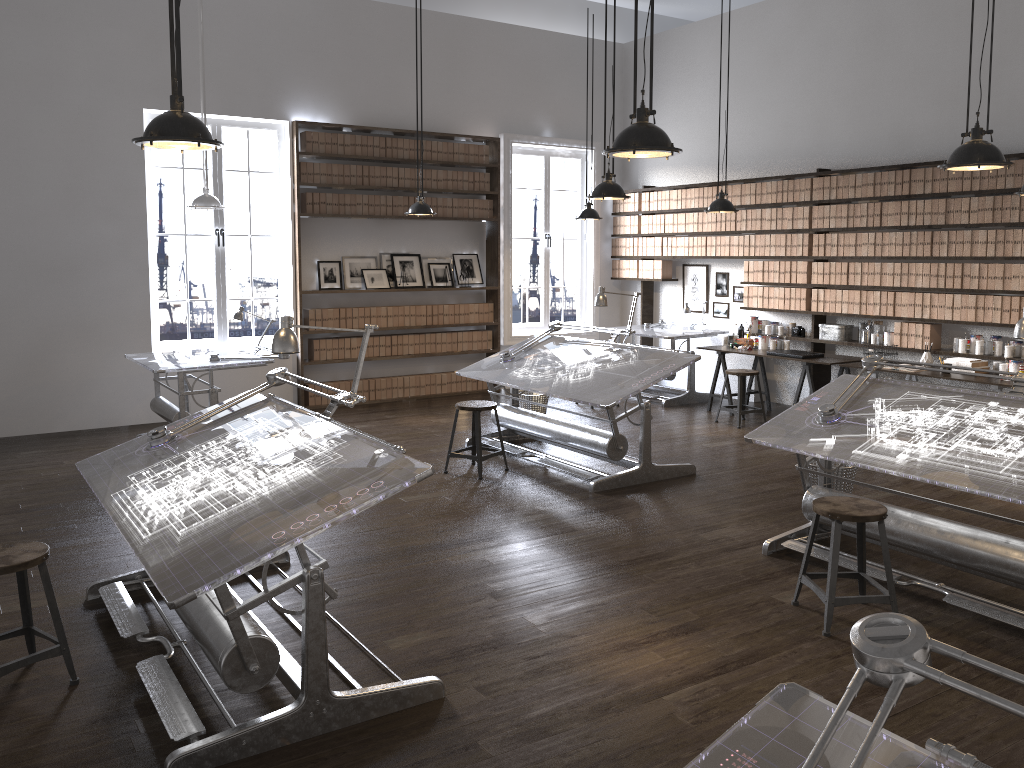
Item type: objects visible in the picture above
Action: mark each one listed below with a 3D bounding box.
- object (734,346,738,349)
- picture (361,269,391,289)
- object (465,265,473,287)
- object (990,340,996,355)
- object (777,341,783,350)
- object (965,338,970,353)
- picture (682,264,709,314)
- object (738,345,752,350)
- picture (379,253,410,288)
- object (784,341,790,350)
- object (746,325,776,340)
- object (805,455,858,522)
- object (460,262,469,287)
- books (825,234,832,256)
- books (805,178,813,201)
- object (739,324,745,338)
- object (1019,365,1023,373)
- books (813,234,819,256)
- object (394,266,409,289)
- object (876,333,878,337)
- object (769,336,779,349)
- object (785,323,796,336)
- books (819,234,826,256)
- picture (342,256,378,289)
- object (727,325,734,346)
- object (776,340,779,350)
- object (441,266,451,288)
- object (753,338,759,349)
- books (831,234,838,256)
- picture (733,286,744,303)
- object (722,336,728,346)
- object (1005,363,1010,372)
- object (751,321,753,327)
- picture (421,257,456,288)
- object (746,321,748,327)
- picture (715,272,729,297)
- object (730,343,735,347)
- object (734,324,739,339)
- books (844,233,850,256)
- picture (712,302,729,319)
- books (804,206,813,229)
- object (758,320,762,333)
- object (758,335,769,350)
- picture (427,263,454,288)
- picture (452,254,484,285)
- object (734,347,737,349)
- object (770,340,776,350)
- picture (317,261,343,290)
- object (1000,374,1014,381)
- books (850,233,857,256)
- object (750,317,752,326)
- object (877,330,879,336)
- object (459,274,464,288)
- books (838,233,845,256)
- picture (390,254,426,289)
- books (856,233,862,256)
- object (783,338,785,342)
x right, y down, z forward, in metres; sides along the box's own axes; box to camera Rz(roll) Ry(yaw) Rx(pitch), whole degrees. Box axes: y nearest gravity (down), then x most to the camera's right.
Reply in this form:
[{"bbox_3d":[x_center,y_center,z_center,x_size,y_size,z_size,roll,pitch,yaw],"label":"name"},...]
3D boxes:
[{"bbox_3d":[2.328,-0.381,9.207,0.011,0.017,0.172,0,8,-1],"label":"object"},{"bbox_3d":[-1.509,-1.165,9.841,0.300,0.228,0.145,-5,8,-33],"label":"picture"},{"bbox_3d":[-0.508,-1.265,10.415,0.111,0.260,0.040,-4,7,-33],"label":"object"},{"bbox_3d":[4.040,-0.305,7.446,0.045,0.127,0.044,-2,6,-15],"label":"object"},{"bbox_3d":[2.737,-0.395,9.042,0.062,0.093,0.063,2,7,16],"label":"object"},{"bbox_3d":[3.905,-0.327,7.601,0.044,0.127,0.045,-4,7,-33],"label":"object"},{"bbox_3d":[2.177,-1.133,10.509,0.040,0.572,0.416,-3,7,-33],"label":"picture"},{"bbox_3d":[2.395,-0.380,9.120,0.132,0.050,0.198,0,8,-4],"label":"object"},{"bbox_3d":[-1.315,-1.286,10.051,0.370,0.404,0.091,-4,7,-33],"label":"picture"},{"bbox_3d":[2.803,-0.393,9.029,0.062,0.094,0.062,2,6,16],"label":"object"},{"bbox_3d":[2.628,-0.546,9.333,0.345,0.145,0.077,-1,6,-10],"label":"object"},{"bbox_3d":[1.939,0.655,5.432,0.353,0.376,0.355,-1,7,-11],"label":"object"},{"bbox_3d":[-0.551,-1.277,10.353,0.118,0.303,0.040,-4,7,-33],"label":"object"},{"bbox_3d":[3.156,-1.358,8.679,0.175,0.224,0.067,-4,7,-33],"label":"books"},{"bbox_3d":[3.010,-1.936,8.840,0.175,0.224,0.067,-4,7,-33],"label":"books"},{"bbox_3d":[2.459,-0.529,9.501,0.068,0.228,0.069,-4,7,-36],"label":"object"},{"bbox_3d":[3.997,-0.093,6.930,0.049,0.111,0.050,-3,7,-29],"label":"object"},{"bbox_3d":[3.075,-1.376,8.804,0.175,0.224,0.067,-4,7,-33],"label":"books"},{"bbox_3d":[-1.236,-1.189,9.887,0.175,0.259,0.040,-4,7,-33],"label":"object"},{"bbox_3d":[3.417,-0.426,8.274,0.004,0.102,0.035,-4,7,-37],"label":"object"},{"bbox_3d":[2.715,-0.426,9.166,0.094,0.127,0.095,-4,7,-29],"label":"object"},{"bbox_3d":[2.889,-0.549,9.191,0.107,0.161,0.237,3,8,22],"label":"object"},{"bbox_3d":[3.110,-1.367,8.739,0.175,0.225,0.067,-4,7,-33],"label":"books"},{"bbox_3d":[-1.674,-1.232,9.817,0.416,0.363,0.083,-5,7,-33],"label":"picture"},{"bbox_3d":[2.328,-0.517,9.417,0.068,0.228,0.069,-4,7,-36],"label":"object"},{"bbox_3d":[2.723,-0.404,9.098,0.044,0.100,0.045,-4,7,-33],"label":"object"},{"bbox_3d":[-0.758,-1.235,10.211,0.124,0.259,0.040,-4,7,-33],"label":"object"},{"bbox_3d":[2.530,-0.421,9.183,0.049,0.111,0.050,-4,7,-36],"label":"object"},{"bbox_3d":[3.191,-1.349,8.617,0.175,0.224,0.067,-4,7,-33],"label":"books"},{"bbox_3d":[2.574,-1.003,9.920,0.023,0.182,0.252,-3,8,-33],"label":"picture"},{"bbox_3d":[2.279,-0.463,9.474,0.068,0.104,0.068,-3,7,-28],"label":"object"},{"bbox_3d":[3.997,-0.119,7.141,0.044,0.100,0.045,-4,7,-33],"label":"object"},{"bbox_3d":[2.503,-0.571,9.297,0.006,0.192,0.055,-4,7,-34],"label":"object"},{"bbox_3d":[-0.862,-1.304,10.343,0.434,0.359,0.095,-5,7,-33],"label":"picture"},{"bbox_3d":[2.489,-0.566,9.311,0.008,0.185,0.071,-3,7,-32],"label":"object"},{"bbox_3d":[2.413,-1.140,10.161,0.022,0.283,0.202,-4,7,-33],"label":"picture"},{"bbox_3d":[2.333,-0.413,9.369,0.049,0.037,0.049,-5,9,-36],"label":"object"},{"bbox_3d":[2.388,-0.526,9.455,0.068,0.236,0.069,-4,7,-36],"label":"object"},{"bbox_3d":[3.271,-1.332,8.501,0.175,0.224,0.067,-4,7,-33],"label":"books"},{"bbox_3d":[2.406,-0.851,10.196,0.023,0.182,0.252,-3,8,-33],"label":"picture"},{"bbox_3d":[3.007,-1.662,8.872,0.175,0.225,0.067,-4,7,-33],"label":"books"},{"bbox_3d":[2.673,-0.623,9.549,0.051,0.139,0.050,-4,7,-35],"label":"object"},{"bbox_3d":[2.599,-0.429,9.147,0.104,0.141,0.105,-5,8,-40],"label":"object"},{"bbox_3d":[-0.829,-1.266,10.319,0.290,0.289,0.127,-4,7,-33],"label":"picture"},{"bbox_3d":[-0.522,-1.365,10.525,0.343,0.362,0.161,-4,7,-33],"label":"picture"},{"bbox_3d":[2.325,-0.376,9.221,0.005,0.005,0.158,0,8,1],"label":"object"},{"bbox_3d":[2.670,-0.399,9.064,0.062,0.094,0.062,1,6,7],"label":"object"},{"bbox_3d":[-1.982,-1.182,9.643,0.267,0.313,0.058,-4,7,-33],"label":"picture"},{"bbox_3d":[3.881,-0.048,6.837,0.197,0.050,0.133,4,9,28],"label":"object"},{"bbox_3d":[3.303,-1.323,8.441,0.175,0.225,0.067,-4,7,-33],"label":"books"},{"bbox_3d":[2.506,-0.586,9.307,0.021,0.227,0.007,-2,6,-21],"label":"object"},{"bbox_3d":[3.432,-0.440,8.286,0.008,0.124,0.041,-5,8,-44],"label":"object"},{"bbox_3d":[-0.582,-1.200,10.297,0.066,0.165,0.040,-4,7,-33],"label":"object"},{"bbox_3d":[3.233,-1.341,8.560,0.175,0.224,0.067,-4,7,-33],"label":"books"},{"bbox_3d":[-1.182,-1.282,10.076,0.374,0.389,0.149,-4,7,-33],"label":"picture"},{"bbox_3d":[3.343,-1.316,8.388,0.175,0.224,0.067,-4,7,-33],"label":"books"},{"bbox_3d":[2.785,-0.423,9.095,0.005,0.117,0.036,-4,7,-38],"label":"object"}]
